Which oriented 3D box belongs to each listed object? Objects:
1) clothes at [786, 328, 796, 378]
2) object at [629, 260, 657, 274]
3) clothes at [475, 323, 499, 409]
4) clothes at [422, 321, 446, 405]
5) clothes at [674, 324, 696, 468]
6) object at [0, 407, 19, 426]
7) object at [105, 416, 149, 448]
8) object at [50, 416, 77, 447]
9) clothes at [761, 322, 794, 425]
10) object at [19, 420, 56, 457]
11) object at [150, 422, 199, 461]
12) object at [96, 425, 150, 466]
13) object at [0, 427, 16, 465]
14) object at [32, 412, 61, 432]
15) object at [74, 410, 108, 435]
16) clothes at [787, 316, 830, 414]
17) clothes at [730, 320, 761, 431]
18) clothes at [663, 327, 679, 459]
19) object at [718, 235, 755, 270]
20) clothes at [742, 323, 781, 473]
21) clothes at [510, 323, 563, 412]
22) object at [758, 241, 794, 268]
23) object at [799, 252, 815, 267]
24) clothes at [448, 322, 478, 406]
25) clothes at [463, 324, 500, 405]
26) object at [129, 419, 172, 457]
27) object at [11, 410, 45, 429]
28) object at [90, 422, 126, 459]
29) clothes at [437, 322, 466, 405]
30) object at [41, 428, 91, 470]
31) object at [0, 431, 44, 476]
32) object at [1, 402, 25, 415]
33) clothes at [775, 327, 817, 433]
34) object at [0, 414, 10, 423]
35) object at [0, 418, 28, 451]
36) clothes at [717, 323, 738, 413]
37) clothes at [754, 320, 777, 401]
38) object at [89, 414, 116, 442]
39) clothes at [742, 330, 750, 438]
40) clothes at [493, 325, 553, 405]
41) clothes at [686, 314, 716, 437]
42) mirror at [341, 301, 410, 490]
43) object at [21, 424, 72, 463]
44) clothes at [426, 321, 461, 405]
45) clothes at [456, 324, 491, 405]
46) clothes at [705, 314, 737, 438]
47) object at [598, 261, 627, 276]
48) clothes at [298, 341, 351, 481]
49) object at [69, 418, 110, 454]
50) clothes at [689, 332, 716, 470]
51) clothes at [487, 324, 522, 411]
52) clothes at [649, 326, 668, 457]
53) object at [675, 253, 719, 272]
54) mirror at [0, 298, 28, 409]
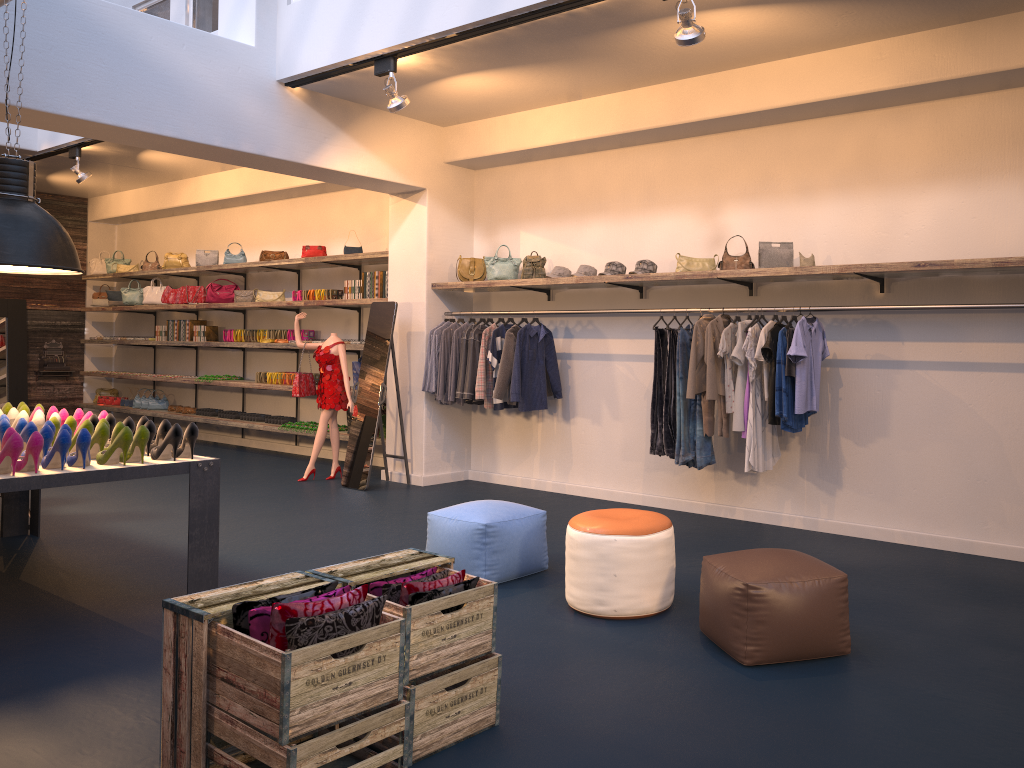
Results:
[{"bbox_3d":[2.057,-0.218,6.278,0.127,0.371,0.493,0,0,40],"label":"clothes"},{"bbox_3d":[1.095,-0.966,7.234,0.263,0.136,0.158,0,1,-30],"label":"object"},{"bbox_3d":[-0.096,-0.173,8.074,0.161,0.797,0.730,0,0,41],"label":"clothes"},{"bbox_3d":[-0.663,-0.205,8.480,0.112,0.816,0.586,0,-1,41],"label":"clothes"},{"bbox_3d":[1.363,0.096,6.797,0.148,1.138,0.242,1,-1,23],"label":"clothes"},{"bbox_3d":[-3.134,0.238,5.304,0.224,0.195,0.217,2,1,36],"label":"object"},{"bbox_3d":[-2.154,0.274,4.882,0.223,0.195,0.218,2,1,41],"label":"object"},{"bbox_3d":[-2.531,0.270,4.815,0.223,0.195,0.218,2,1,41],"label":"object"},{"bbox_3d":[1.982,-0.079,6.360,0.127,0.752,0.608,0,-1,43],"label":"clothes"},{"bbox_3d":[-2.497,0.284,4.518,0.223,0.195,0.218,2,1,38],"label":"object"},{"bbox_3d":[-1.760,0.296,4.545,0.223,0.195,0.218,2,1,41],"label":"object"},{"bbox_3d":[-1.943,0.301,4.348,0.224,0.195,0.217,2,1,34],"label":"object"},{"bbox_3d":[-2.477,0.300,4.147,0.223,0.195,0.218,2,1,41],"label":"object"},{"bbox_3d":[-2.723,0.258,5.017,0.223,0.195,0.218,2,1,41],"label":"object"},{"bbox_3d":[-2.536,0.253,5.207,0.223,0.195,0.217,2,1,37],"label":"object"},{"bbox_3d":[2.146,-0.141,6.235,0.114,0.701,0.593,0,-1,40],"label":"clothes"},{"bbox_3d":[1.788,-0.065,6.522,0.130,0.833,0.555,0,-1,44],"label":"clothes"},{"bbox_3d":[1.309,0.071,6.914,0.136,1.049,0.248,0,-2,41],"label":"clothes"},{"bbox_3d":[1.762,-1.019,6.814,0.285,0.300,0.105,1,-1,9],"label":"object"},{"bbox_3d":[1.876,0.104,6.457,0.120,1.111,0.540,0,-1,40],"label":"clothes"},{"bbox_3d":[0.219,-0.156,7.821,0.161,0.797,0.730,0,0,41],"label":"clothes"},{"bbox_3d":[2.004,-0.971,6.611,0.279,0.230,0.077,1,-1,-4],"label":"object"},{"bbox_3d":[2.186,-0.913,6.431,0.136,0.134,0.077,1,0,-14],"label":"object"},{"bbox_3d":[-0.373,-0.199,8.295,0.175,0.802,0.569,0,-1,37],"label":"clothes"},{"bbox_3d":[-0.202,-0.182,8.140,0.118,0.755,0.711,0,-1,43],"label":"clothes"},{"bbox_3d":[-1.964,0.285,4.706,0.223,0.195,0.218,2,1,41],"label":"object"},{"bbox_3d":[-2.912,0.247,5.193,0.223,0.195,0.218,2,1,41],"label":"object"},{"bbox_3d":[-2.125,0.290,4.520,0.223,0.195,0.218,2,1,41],"label":"object"},{"bbox_3d":[-0.489,-0.205,8.389,0.175,0.802,0.569,0,-1,37],"label":"clothes"},{"bbox_3d":[-2.129,0.305,4.171,0.218,0.195,0.222,0,1,-42],"label":"object"},{"bbox_3d":[-2.270,0.311,3.983,0.223,0.195,0.217,2,1,38],"label":"object"},{"bbox_3d":[-3.356,0.213,5.803,0.223,0.195,0.218,2,1,41],"label":"object"},{"bbox_3d":[2.064,-0.029,6.306,0.115,0.770,0.528,0,-1,40],"label":"clothes"},{"bbox_3d":[-2.917,0.263,4.836,0.223,0.195,0.225,2,1,40],"label":"object"},{"bbox_3d":[-2.705,0.274,4.648,0.223,0.195,0.218,2,1,41],"label":"object"},{"bbox_3d":[1.723,-0.120,6.574,0.107,0.687,0.594,0,-1,41],"label":"clothes"},{"bbox_3d":[1.945,-0.174,6.404,0.072,0.587,0.563,0,0,41],"label":"clothes"},{"bbox_3d":[-2.393,0.264,5.012,0.218,0.195,0.222,0,1,-41],"label":"object"},{"bbox_3d":[1.828,0.028,6.491,0.085,0.878,0.358,0,-2,43],"label":"clothes"},{"bbox_3d":[0.105,-0.171,7.915,0.160,0.736,0.759,0,0,40],"label":"clothes"},{"bbox_3d":[1.538,-0.069,6.729,0.170,0.948,0.561,0,-1,38],"label":"clothes"},{"bbox_3d":[-1.286,0.088,8.328,0.464,1.768,0.565,0,-2,41],"label":"mirror"},{"bbox_3d":[-2.324,0.294,4.353,0.223,0.195,0.218,2,1,41],"label":"object"},{"bbox_3d":[-0.615,-0.202,8.441,0.112,0.816,0.586,0,-1,41],"label":"clothes"},{"bbox_3d":[-0.272,-0.186,8.197,0.118,0.755,0.711,0,-1,43],"label":"clothes"},{"bbox_3d":[1.614,-0.064,6.661,0.170,0.948,0.561,0,-1,38],"label":"clothes"},{"bbox_3d":[0.862,-0.979,7.424,0.263,0.136,0.158,0,1,-30],"label":"object"},{"bbox_3d":[-1.816,0.260,8.636,0.325,1.387,0.489,1,-1,28],"label":"clothes"},{"bbox_3d":[-2.296,0.280,4.685,0.224,0.195,0.217,2,1,36],"label":"object"},{"bbox_3d":[1.469,0.097,6.820,0.223,1.138,0.214,2,-2,-42],"label":"clothes"},{"bbox_3d":[-0.019,-0.160,8.008,0.113,0.795,0.612,0,-1,43],"label":"clothes"},{"bbox_3d":[1.187,0.061,6.993,0.136,1.049,0.248,0,-2,41],"label":"clothes"},{"bbox_3d":[1.490,-0.964,6.958,0.375,0.174,0.223,1,1,-9],"label":"object"},{"bbox_3d":[-7.457,-0.257,12.126,0.246,1.921,1.251,0,-1,41],"label":"mirror"}]
